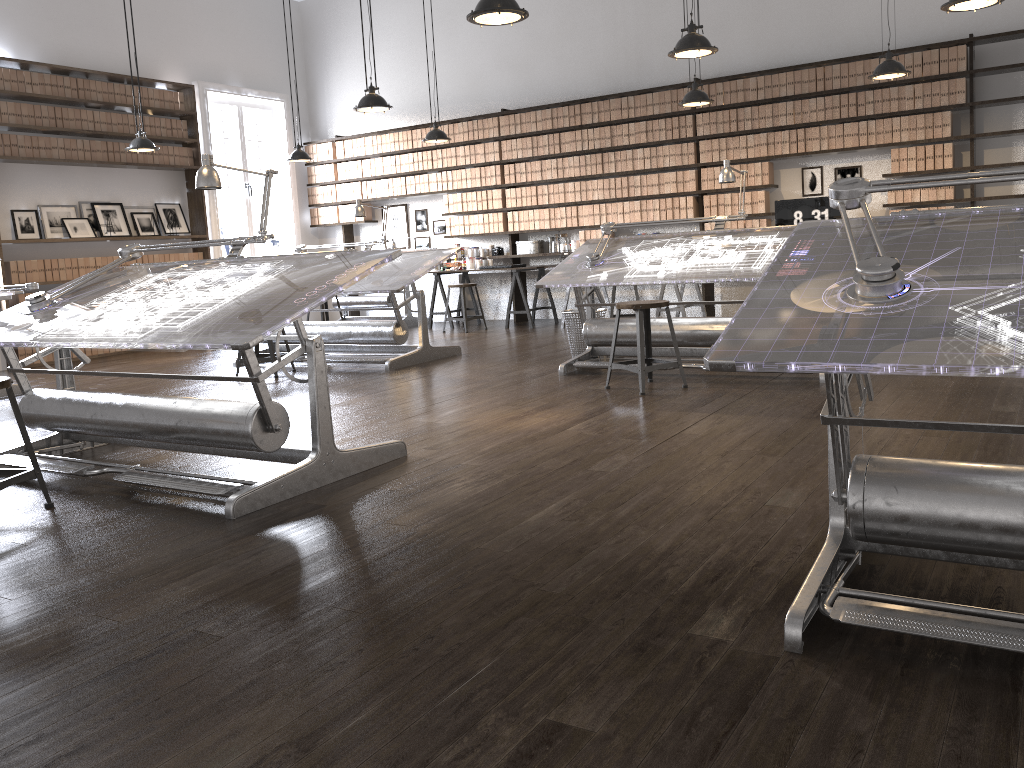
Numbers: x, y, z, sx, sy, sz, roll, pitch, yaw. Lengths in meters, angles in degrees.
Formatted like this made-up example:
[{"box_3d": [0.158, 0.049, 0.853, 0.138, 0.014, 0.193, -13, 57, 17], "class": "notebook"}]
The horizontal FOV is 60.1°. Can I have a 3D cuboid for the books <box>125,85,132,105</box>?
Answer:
[{"box_3d": [-4.277, -3.170, 9.767, 0.174, 0.224, 0.067, 1, 8, 32], "class": "books"}]

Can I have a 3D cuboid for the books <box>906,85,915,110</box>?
[{"box_3d": [3.609, -2.577, 8.005, 0.067, 0.224, 0.175, 0, 8, 32], "class": "books"}]

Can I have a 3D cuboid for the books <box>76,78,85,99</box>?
[{"box_3d": [-4.574, -3.079, 9.294, 0.174, 0.224, 0.067, 1, 8, 32], "class": "books"}]

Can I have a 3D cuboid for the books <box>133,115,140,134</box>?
[{"box_3d": [-4.224, -2.867, 9.859, 0.174, 0.224, 0.067, 1, 8, 32], "class": "books"}]

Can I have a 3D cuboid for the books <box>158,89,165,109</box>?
[{"box_3d": [-4.062, -3.239, 10.121, 0.174, 0.224, 0.067, 1, 8, 32], "class": "books"}]

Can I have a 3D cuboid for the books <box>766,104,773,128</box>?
[{"box_3d": [2.542, -2.613, 8.666, 0.067, 0.224, 0.175, 0, 8, 32], "class": "books"}]

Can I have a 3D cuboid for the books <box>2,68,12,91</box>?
[{"box_3d": [-4.978, -2.954, 8.648, 0.174, 0.224, 0.067, 1, 8, 32], "class": "books"}]

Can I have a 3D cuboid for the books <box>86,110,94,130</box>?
[{"box_3d": [-4.518, -2.776, 9.388, 0.174, 0.224, 0.067, 1, 8, 32], "class": "books"}]

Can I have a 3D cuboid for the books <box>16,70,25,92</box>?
[{"box_3d": [-4.907, -2.977, 8.767, 0.174, 0.224, 0.067, 1, 8, 32], "class": "books"}]

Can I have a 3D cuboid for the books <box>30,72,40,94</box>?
[{"box_3d": [-4.830, -3.000, 8.886, 0.174, 0.224, 0.067, 1, 8, 32], "class": "books"}]

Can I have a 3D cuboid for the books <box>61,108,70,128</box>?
[{"box_3d": [-4.664, -2.732, 9.160, 0.174, 0.224, 0.067, 1, 8, 32], "class": "books"}]

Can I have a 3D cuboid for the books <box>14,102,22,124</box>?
[{"box_3d": [-4.923, -2.651, 8.741, 0.174, 0.224, 0.067, 1, 8, 32], "class": "books"}]

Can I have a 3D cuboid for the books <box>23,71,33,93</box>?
[{"box_3d": [-4.866, -2.988, 8.824, 0.174, 0.224, 0.067, 1, 8, 32], "class": "books"}]

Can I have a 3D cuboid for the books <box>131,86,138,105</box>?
[{"box_3d": [-4.242, -3.182, 9.829, 0.174, 0.224, 0.067, 1, 8, 32], "class": "books"}]

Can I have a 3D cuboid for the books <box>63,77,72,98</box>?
[{"box_3d": [-4.651, -3.055, 9.171, 0.174, 0.224, 0.067, 1, 8, 32], "class": "books"}]

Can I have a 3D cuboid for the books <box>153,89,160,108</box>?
[{"box_3d": [-4.094, -3.228, 10.067, 0.174, 0.224, 0.067, 1, 8, 32], "class": "books"}]

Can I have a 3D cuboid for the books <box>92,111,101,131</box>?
[{"box_3d": [-4.477, -2.788, 9.450, 0.174, 0.224, 0.067, 1, 8, 32], "class": "books"}]

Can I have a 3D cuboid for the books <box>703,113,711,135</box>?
[{"box_3d": [2.006, -2.632, 8.999, 0.067, 0.224, 0.175, 0, 8, 32], "class": "books"}]

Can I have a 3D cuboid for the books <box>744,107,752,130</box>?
[{"box_3d": [2.365, -2.620, 8.778, 0.067, 0.224, 0.175, 0, 8, 32], "class": "books"}]

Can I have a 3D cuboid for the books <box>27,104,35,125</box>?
[{"box_3d": [-4.854, -2.673, 8.854, 0.174, 0.224, 0.067, 1, 8, 32], "class": "books"}]

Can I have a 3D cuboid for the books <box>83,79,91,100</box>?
[{"box_3d": [-4.539, -3.091, 9.359, 0.174, 0.224, 0.067, 1, 8, 32], "class": "books"}]

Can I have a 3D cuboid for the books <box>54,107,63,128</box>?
[{"box_3d": [-4.698, -2.720, 9.094, 0.174, 0.224, 0.067, 1, 8, 32], "class": "books"}]

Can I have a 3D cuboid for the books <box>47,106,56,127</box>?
[{"box_3d": [-4.743, -2.707, 9.034, 0.174, 0.224, 0.067, 1, 8, 32], "class": "books"}]

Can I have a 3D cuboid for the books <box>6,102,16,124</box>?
[{"box_3d": [-4.955, -2.641, 8.687, 0.174, 0.224, 0.067, 1, 8, 32], "class": "books"}]

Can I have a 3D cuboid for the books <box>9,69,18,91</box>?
[{"box_3d": [-4.945, -2.966, 8.709, 0.174, 0.224, 0.067, 1, 8, 32], "class": "books"}]

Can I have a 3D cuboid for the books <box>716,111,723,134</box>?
[{"box_3d": [2.124, -2.629, 8.931, 0.067, 0.224, 0.175, 0, 8, 32], "class": "books"}]

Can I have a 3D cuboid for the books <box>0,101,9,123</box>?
[{"box_3d": [-4.991, -2.629, 8.625, 0.174, 0.224, 0.067, 1, 8, 32], "class": "books"}]

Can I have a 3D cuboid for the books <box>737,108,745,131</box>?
[{"box_3d": [2.307, -2.623, 8.820, 0.067, 0.224, 0.175, 0, 8, 32], "class": "books"}]

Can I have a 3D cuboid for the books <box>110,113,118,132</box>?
[{"box_3d": [-4.370, -2.821, 9.620, 0.174, 0.224, 0.067, 1, 8, 32], "class": "books"}]

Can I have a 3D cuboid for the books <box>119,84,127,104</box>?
[{"box_3d": [-4.315, -3.159, 9.706, 0.174, 0.224, 0.067, 1, 8, 32], "class": "books"}]

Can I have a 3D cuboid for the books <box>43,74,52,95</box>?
[{"box_3d": [-4.759, -3.021, 8.994, 0.174, 0.224, 0.067, 1, 8, 32], "class": "books"}]

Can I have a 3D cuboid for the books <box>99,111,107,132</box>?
[{"box_3d": [-4.440, -2.800, 9.512, 0.174, 0.224, 0.067, 1, 8, 32], "class": "books"}]

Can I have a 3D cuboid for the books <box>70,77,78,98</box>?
[{"box_3d": [-4.618, -3.067, 9.233, 0.174, 0.224, 0.067, 1, 8, 32], "class": "books"}]

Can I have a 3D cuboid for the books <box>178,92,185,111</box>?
[{"box_3d": [-3.915, -3.283, 10.352, 0.174, 0.224, 0.067, 1, 8, 32], "class": "books"}]

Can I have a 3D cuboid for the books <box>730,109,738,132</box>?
[{"box_3d": [2.241, -2.624, 8.855, 0.067, 0.224, 0.175, 0, 8, 32], "class": "books"}]

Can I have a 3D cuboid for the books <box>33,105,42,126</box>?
[{"box_3d": [-4.817, -2.684, 8.914, 0.174, 0.224, 0.067, 1, 8, 32], "class": "books"}]

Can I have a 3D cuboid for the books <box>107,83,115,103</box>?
[{"box_3d": [-4.392, -3.136, 9.592, 0.174, 0.224, 0.067, 1, 8, 32], "class": "books"}]

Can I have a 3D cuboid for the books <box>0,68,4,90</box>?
[{"box_3d": [-5.013, -2.942, 8.585, 0.174, 0.224, 0.067, 1, 8, 32], "class": "books"}]

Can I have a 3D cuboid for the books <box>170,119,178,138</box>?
[{"box_3d": [-3.968, -2.946, 10.267, 0.174, 0.224, 0.067, 1, 8, 32], "class": "books"}]

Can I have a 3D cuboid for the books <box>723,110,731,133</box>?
[{"box_3d": [2.181, -2.627, 8.898, 0.067, 0.224, 0.175, 0, 8, 32], "class": "books"}]

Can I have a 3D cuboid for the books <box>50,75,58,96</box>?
[{"box_3d": [-4.729, -3.032, 9.054, 0.174, 0.224, 0.067, 1, 8, 32], "class": "books"}]

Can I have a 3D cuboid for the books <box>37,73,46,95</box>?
[{"box_3d": [-4.798, -3.010, 8.940, 0.174, 0.224, 0.067, 1, 8, 32], "class": "books"}]

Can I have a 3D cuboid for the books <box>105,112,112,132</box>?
[{"box_3d": [-4.409, -2.810, 9.566, 0.174, 0.224, 0.067, 1, 8, 32], "class": "books"}]

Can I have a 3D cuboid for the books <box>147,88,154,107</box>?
[{"box_3d": [-4.130, -3.216, 10.005, 0.174, 0.224, 0.067, 1, 8, 32], "class": "books"}]

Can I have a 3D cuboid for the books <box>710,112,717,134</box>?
[{"box_3d": [2.068, -2.630, 8.961, 0.067, 0.224, 0.175, 0, 8, 32], "class": "books"}]

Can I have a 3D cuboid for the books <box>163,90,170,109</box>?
[{"box_3d": [-4.023, -3.249, 10.175, 0.174, 0.224, 0.067, 1, 8, 32], "class": "books"}]

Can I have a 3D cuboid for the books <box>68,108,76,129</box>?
[{"box_3d": [-4.628, -2.742, 9.214, 0.174, 0.224, 0.067, 1, 8, 32], "class": "books"}]

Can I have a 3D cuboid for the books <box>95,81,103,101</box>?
[{"box_3d": [-4.464, -3.114, 9.474, 0.174, 0.224, 0.067, 1, 8, 32], "class": "books"}]

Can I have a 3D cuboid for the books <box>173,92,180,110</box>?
[{"box_3d": [-3.955, -3.272, 10.295, 0.174, 0.224, 0.067, 1, 8, 32], "class": "books"}]

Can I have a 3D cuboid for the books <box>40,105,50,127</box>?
[{"box_3d": [-4.776, -2.696, 8.972, 0.174, 0.224, 0.067, 1, 8, 32], "class": "books"}]

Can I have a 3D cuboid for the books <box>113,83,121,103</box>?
[{"box_3d": [-4.352, -3.149, 9.655, 0.174, 0.224, 0.067, 1, 8, 32], "class": "books"}]

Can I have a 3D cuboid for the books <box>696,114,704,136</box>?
[{"box_3d": [1.947, -2.635, 9.040, 0.067, 0.224, 0.175, 0, 8, 32], "class": "books"}]

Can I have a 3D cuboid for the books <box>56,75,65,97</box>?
[{"box_3d": [-4.692, -3.044, 9.113, 0.174, 0.224, 0.067, 1, 8, 32], "class": "books"}]

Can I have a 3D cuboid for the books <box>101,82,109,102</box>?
[{"box_3d": [-4.431, -3.125, 9.534, 0.174, 0.224, 0.067, 1, 8, 32], "class": "books"}]

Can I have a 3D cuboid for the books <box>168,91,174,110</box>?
[{"box_3d": [-3.993, -3.260, 10.235, 0.174, 0.224, 0.067, 1, 8, 32], "class": "books"}]

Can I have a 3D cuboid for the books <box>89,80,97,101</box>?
[{"box_3d": [-4.499, -3.102, 9.411, 0.174, 0.224, 0.067, 1, 8, 32], "class": "books"}]

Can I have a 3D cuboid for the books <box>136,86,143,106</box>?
[{"box_3d": [-4.209, -3.194, 9.890, 0.174, 0.224, 0.067, 1, 8, 32], "class": "books"}]

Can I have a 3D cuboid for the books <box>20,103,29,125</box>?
[{"box_3d": [-4.884, -2.662, 8.794, 0.174, 0.224, 0.067, 1, 8, 32], "class": "books"}]

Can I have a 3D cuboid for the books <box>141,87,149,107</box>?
[{"box_3d": [-4.170, -3.205, 9.948, 0.174, 0.224, 0.067, 1, 8, 32], "class": "books"}]
